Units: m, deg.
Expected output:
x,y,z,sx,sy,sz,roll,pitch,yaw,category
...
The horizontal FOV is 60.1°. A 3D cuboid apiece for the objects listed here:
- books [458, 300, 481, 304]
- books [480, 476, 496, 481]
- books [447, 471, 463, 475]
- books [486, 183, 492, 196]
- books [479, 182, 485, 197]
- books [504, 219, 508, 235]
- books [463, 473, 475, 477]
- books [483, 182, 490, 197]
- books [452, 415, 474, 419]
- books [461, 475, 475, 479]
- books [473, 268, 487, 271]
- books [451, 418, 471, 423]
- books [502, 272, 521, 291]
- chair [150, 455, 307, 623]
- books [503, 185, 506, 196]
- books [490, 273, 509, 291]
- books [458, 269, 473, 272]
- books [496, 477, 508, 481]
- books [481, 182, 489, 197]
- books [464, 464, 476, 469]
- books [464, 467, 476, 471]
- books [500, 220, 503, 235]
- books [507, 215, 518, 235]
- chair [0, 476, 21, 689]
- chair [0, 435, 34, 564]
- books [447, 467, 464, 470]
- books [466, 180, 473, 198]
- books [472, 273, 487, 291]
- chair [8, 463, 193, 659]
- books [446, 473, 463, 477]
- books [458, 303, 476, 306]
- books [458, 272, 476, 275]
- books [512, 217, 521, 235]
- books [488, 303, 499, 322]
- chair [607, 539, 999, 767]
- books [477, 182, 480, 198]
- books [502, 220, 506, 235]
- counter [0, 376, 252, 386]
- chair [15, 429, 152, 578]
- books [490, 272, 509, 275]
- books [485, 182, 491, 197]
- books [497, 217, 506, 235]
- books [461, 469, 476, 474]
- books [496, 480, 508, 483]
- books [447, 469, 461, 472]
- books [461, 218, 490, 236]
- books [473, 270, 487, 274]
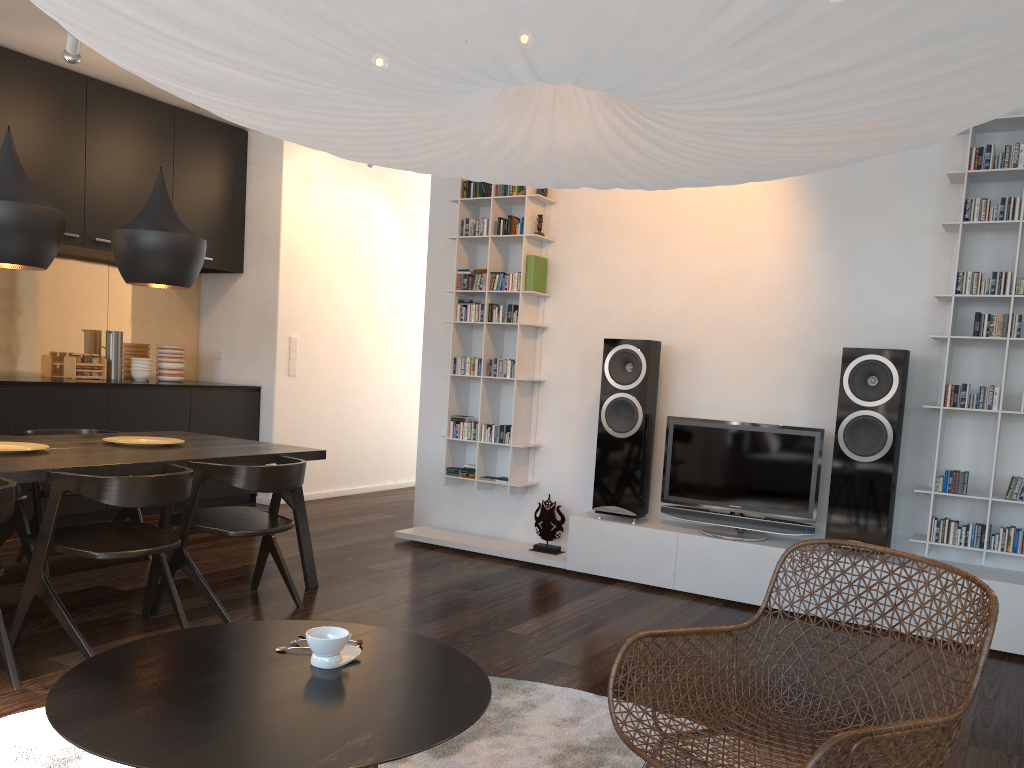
x,y,z,sx,sy,sz,roll,pitch,yaw,category
-0.262,-0.510,5.506,0.111,0.022,0.096,4,1,31,books
-0.129,0.586,5.475,0.111,0.012,0.093,4,1,31,books
-0.352,0.556,5.567,0.092,0.014,0.069,4,1,31,books
-0.121,-1.170,5.338,0.057,0.099,0.069,6,4,31,books
-0.172,-1.171,5.368,0.028,0.094,0.069,6,5,31,books
-0.020,-0.931,5.288,0.020,0.093,0.069,6,5,31,books
-0.246,0.564,5.504,0.092,0.014,0.069,4,1,31,books
-0.137,-1.171,5.347,0.057,0.099,0.069,6,4,31,books
-0.307,0.208,5.561,0.111,0.012,0.093,4,1,31,books
-0.252,0.579,5.511,0.107,0.016,0.069,4,1,31,books
-0.166,-0.695,5.403,0.111,0.014,0.093,4,1,31,books
-0.318,0.226,5.549,0.107,0.023,0.069,4,1,31,books
0.026,-0.609,5.308,0.136,0.113,0.122,5,3,31,books
-1.195,0.660,3.880,0.518,0.675,0.592,5,4,29,chair
-0.028,-1.163,5.297,0.012,0.108,0.069,7,5,31,books
-0.073,-0.612,5.355,0.087,0.108,0.096,6,4,31,books
-0.276,-0.698,5.465,0.093,0.014,0.069,4,1,36,books
-0.039,0.580,5.392,0.093,0.014,0.069,4,1,36,books
-0.153,-1.169,5.355,0.046,0.091,0.069,6,4,31,books
-0.242,0.512,5.500,0.092,0.014,0.069,4,1,31,books
-0.243,0.526,5.501,0.092,0.014,0.069,4,1,31,books
-0.045,-0.932,5.306,0.014,0.093,0.069,7,5,31,books
0.003,-0.941,5.276,0.028,0.116,0.074,6,5,31,books
-1.853,0.637,2.766,0.518,0.675,0.592,5,4,29,chair
-2.542,0.575,4.023,0.518,0.675,0.592,5,4,29,chair
-0.347,0.533,5.563,0.107,0.009,0.069,4,1,31,books
-0.255,-1.184,5.413,0.023,0.108,0.069,6,5,31,books
-0.171,-0.620,5.417,0.114,0.108,0.096,5,4,31,books
-1.508,0.649,3.355,0.518,0.675,0.592,6,4,31,chair
-0.353,0.570,5.567,0.098,0.015,0.074,4,1,31,books
-0.263,-0.494,5.503,0.111,0.012,0.093,4,1,31,books
-0.278,-0.684,5.471,0.092,0.014,0.069,4,1,31,books
0.023,-0.936,5.266,0.016,0.108,0.069,7,5,31,books
-0.113,-0.430,5.390,0.028,0.116,0.074,6,5,31,books
0.695,0.772,2.168,0.686,0.713,0.714,2,3,-27,chair
-0.189,-1.176,5.376,0.019,0.099,0.074,6,5,31,books
-0.033,-0.931,5.298,0.014,0.093,0.069,7,5,31,books
-3.495,-0.050,4.682,0.729,0.002,5.055,4,1,31,counter
-2.231,0.587,4.544,0.518,0.675,0.592,6,4,30,chair
-0.067,-0.669,5.341,0.107,0.008,0.069,4,1,31,books
-0.129,-1.170,5.342,0.057,0.099,0.069,6,4,31,books
-0.062,-0.941,5.311,0.023,0.108,0.069,6,5,31,books
-0.253,0.545,5.504,0.107,0.023,0.069,4,1,31,books
-0.041,0.593,5.398,0.092,0.014,0.069,4,1,31,books
-0.353,0.543,5.565,0.092,0.015,0.069,4,1,31,books
-0.192,-0.954,5.423,0.221,0.113,0.108,5,3,31,books
-0.173,-0.681,5.397,0.107,0.018,0.069,4,1,31,books
